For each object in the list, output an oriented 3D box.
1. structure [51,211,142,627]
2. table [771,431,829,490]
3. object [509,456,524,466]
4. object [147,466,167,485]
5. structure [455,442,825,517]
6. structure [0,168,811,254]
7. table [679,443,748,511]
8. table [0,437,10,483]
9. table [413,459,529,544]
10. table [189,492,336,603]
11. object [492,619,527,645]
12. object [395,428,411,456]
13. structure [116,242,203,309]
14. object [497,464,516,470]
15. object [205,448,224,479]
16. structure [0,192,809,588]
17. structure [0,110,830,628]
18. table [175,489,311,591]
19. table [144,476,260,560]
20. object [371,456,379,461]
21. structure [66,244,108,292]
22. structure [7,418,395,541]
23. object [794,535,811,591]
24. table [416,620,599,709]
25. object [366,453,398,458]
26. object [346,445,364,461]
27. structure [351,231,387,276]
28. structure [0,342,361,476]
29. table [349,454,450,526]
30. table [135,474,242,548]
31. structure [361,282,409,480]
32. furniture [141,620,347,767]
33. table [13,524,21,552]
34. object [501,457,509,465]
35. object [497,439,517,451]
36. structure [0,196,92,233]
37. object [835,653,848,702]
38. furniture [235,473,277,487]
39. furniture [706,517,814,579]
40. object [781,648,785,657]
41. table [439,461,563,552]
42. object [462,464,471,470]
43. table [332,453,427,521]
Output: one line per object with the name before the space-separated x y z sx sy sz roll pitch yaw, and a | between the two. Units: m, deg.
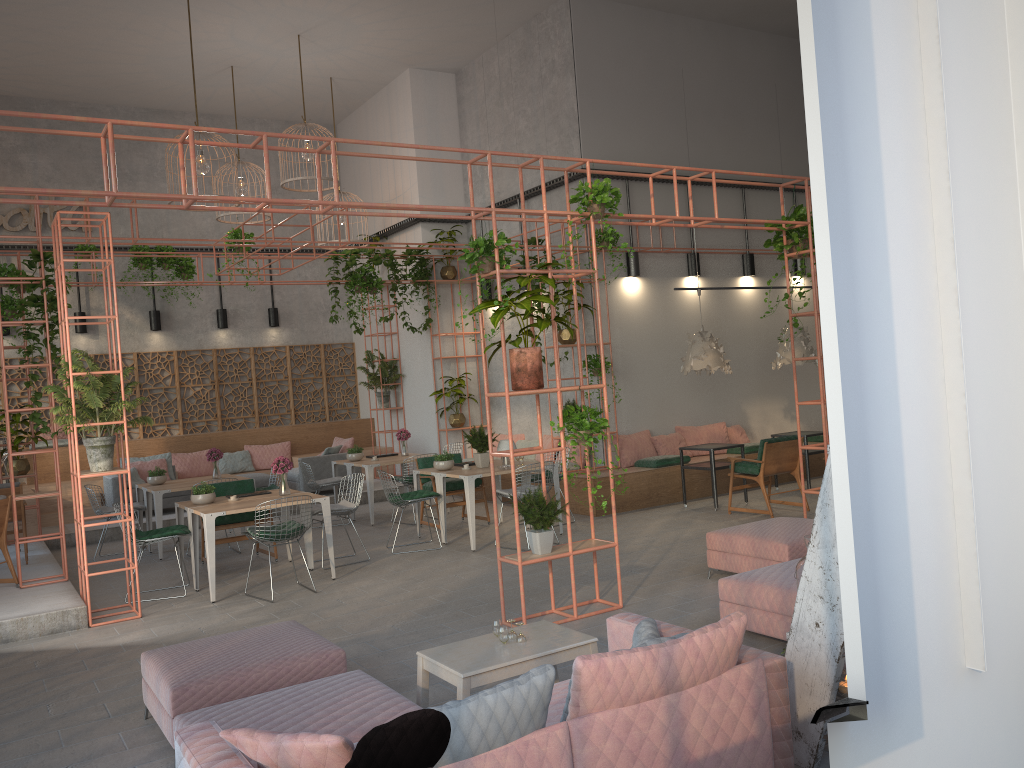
structure | -3.754 0.301 7.998 0.424 3.602 0.624 -5 0 -32
table | 4.125 1.091 12.554 0.602 0.798 0.635 -5 0 -32
object | 0.085 0.881 10.520 0.210 0.154 0.165 -5 0 -42
object | -4.615 1.186 11.524 0.252 0.247 0.247 -5 0 -32
structure | 2.393 1.357 14.878 5.831 0.500 4.386 -5 0 -32
structure | -0.610 -2.844 10.808 15.203 0.110 15.603 -5 0 -32
table | 2.637 1.208 11.630 0.602 0.798 0.635 -5 0 -32
table | -8.297 1.272 14.010 0.602 0.798 0.635 -5 0 -32
table | -0.495 1.416 10.876 1.205 0.830 0.694 -5 0 -32
table | -2.476 1.589 8.806 1.214 0.830 0.694 -5 0 -32
object | -0.017 1.367 4.821 0.156 0.145 0.199 -4 0 -17
object | -1.612 0.866 13.198 0.225 0.414 0.213 -5 0 -39
structure | -6.118 -1.931 15.386 1.434 1.290 0.670 -5 0 -32
object | -0.059 0.947 10.136 0.218 0.041 0.218 -4 0 -23
object | -3.935 1.049 11.756 0.225 0.414 0.213 -5 0 -39
structure | -0.048 -0.589 13.753 14.096 4.345 4.501 -5 0 -33
structure | 2.607 -0.193 6.499 14.689 4.247 4.157 -5 0 -32
table | -2.845 1.614 9.397 1.205 0.830 0.694 -5 0 -32
table | -3.928 1.674 11.249 1.214 0.830 0.694 -5 0 -32
object | -1.971 1.068 12.744 0.115 0.078 0.115 -4 0 -26
structure | -7.127 -2.011 14.822 0.605 0.972 0.587 -5 0 -33
structure | -5.981 1.488 14.368 9.152 1.111 3.396 -5 0 -32
object | 1.423 0.917 4.090 0.216 0.430 0.219 -5 0 -38
table | -0.009 1.618 4.735 0.916 0.455 0.520 -5 0 -32
object | -1.965 1.083 13.417 0.427 0.031 0.268 -5 0 -32
object | -2.297 1.003 12.963 0.254 0.247 0.248 -5 0 -32
structure | -2.616 -2.382 16.258 0.903 0.803 0.934 -4 0 30
structure | -6.683 0.482 15.940 9.782 2.103 0.132 -5 0 -32
table | -1.608 1.491 12.687 1.214 0.830 0.694 -5 0 -32
table | -4.296 1.699 11.838 1.205 0.830 0.694 -5 0 -32
structure | -2.355 -0.051 16.403 0.424 3.596 0.624 -5 0 -32
furniture | -1.566 1.731 5.159 0.976 0.446 0.941 -5 0 -32
table | -6.481 1.699 11.008 0.602 0.798 0.635 -5 0 -32
object | -0.077 0.907 10.378 0.095 0.119 0.095 -4 0 -8
object | -0.058 0.821 10.591 0.241 0.313 0.241 -4 0 13
structure | -8.185 -2.936 15.143 1.807 0.695 0.087 -5 0 -32
object | 1.628 1.368 4.331 0.192 0.320 0.208 -4 0 -26
furniture | -4.392 1.696 14.294 0.975 0.446 0.941 -5 0 -32
furniture | 2.333 1.423 7.579 0.976 0.446 0.941 -5 0 -32
object | 1.399 1.312 4.225 0.225 0.464 0.236 -4 0 36
table | -0.126 1.391 10.286 1.214 0.830 0.694 -5 0 -32
object | -0.536 0.971 10.419 0.115 0.078 0.115 -4 0 -26
table | -1.978 1.516 13.277 1.205 0.830 0.694 -5 0 -32
